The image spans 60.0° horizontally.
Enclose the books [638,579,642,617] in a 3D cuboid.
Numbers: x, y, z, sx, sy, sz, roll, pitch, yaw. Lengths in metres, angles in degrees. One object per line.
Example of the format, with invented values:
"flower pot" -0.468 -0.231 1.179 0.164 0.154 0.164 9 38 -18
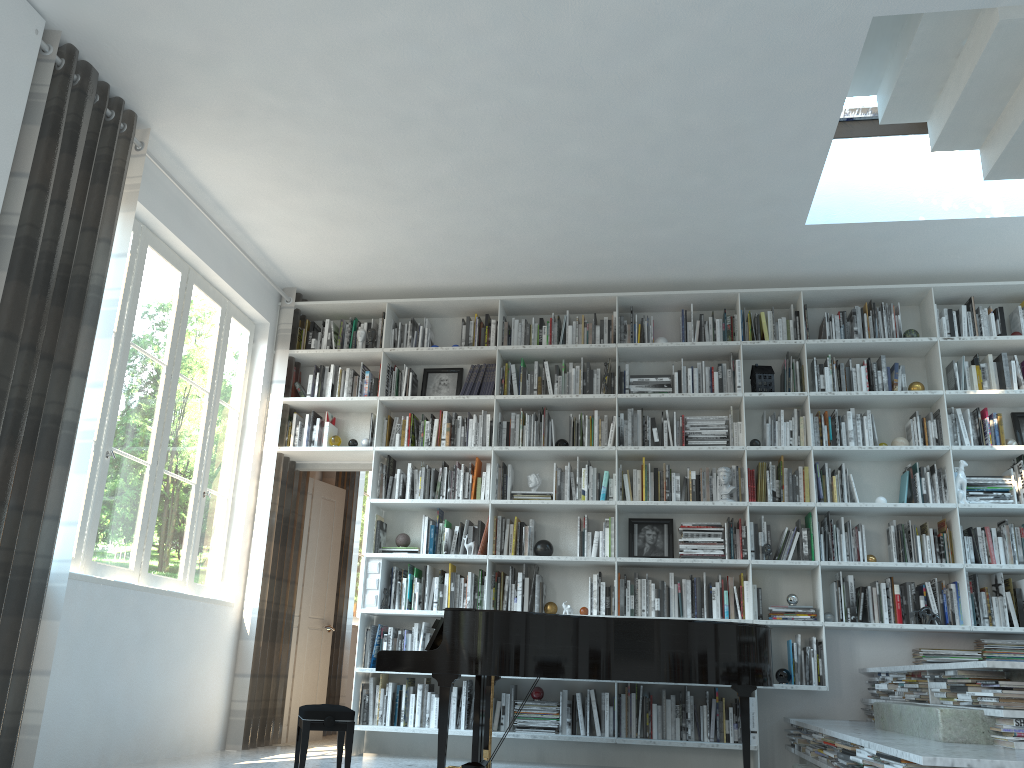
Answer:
"books" 0.841 1.413 5.814 0.024 0.247 0.132 -1 -18 9

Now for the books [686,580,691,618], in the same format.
"books" 1.143 1.403 5.745 0.026 0.244 0.192 -1 -18 9

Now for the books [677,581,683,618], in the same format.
"books" 1.092 1.412 5.763 0.031 0.236 0.159 -1 -18 9

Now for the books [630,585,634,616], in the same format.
"books" 0.789 1.429 5.806 0.024 0.207 0.170 -1 -18 9

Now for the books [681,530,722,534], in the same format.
"books" 1.253 0.985 5.873 0.254 0.012 0.161 1 -18 5

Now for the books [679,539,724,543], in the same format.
"books" 1.250 1.042 5.851 0.285 0.012 0.160 -2 -19 14

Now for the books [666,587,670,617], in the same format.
"books" 1.013 1.427 5.756 0.023 0.196 0.165 -1 -18 9

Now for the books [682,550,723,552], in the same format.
"books" 1.247 1.110 5.831 0.254 0.012 0.161 1 -18 4

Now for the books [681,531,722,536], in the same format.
"books" 1.253 0.997 5.871 0.254 0.012 0.161 0 -18 6

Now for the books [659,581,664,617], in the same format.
"books" 0.975 1.409 5.770 0.029 0.237 0.166 -1 -18 9

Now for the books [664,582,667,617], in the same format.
"books" 0.998 1.415 5.775 0.013 0.229 0.139 -1 -18 9

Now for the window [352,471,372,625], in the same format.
"window" -1.444 1.447 9.003 0.073 2.002 1.990 -1 -18 9

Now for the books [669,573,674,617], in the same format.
"books" 1.041 1.386 5.778 0.026 0.290 0.152 -1 -18 9

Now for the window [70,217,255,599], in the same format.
"window" -2.052 0.197 5.270 0.073 2.002 1.990 -1 -18 9

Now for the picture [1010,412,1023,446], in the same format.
"picture" 3.447 0.322 5.786 0.300 0.298 0.078 -1 -18 9

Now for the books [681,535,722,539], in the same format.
"books" 1.252 1.021 5.863 0.254 0.012 0.161 0 -18 6

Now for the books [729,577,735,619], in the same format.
"books" 1.410 1.390 5.714 0.026 0.271 0.175 -1 -18 9

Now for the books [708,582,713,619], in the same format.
"books" 1.283 1.410 5.733 0.014 0.234 0.154 -1 -18 9

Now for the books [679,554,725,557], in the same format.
"books" 1.248 1.136 5.832 0.285 0.012 0.160 0 -18 8

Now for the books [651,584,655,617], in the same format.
"books" 0.921 1.418 5.773 0.023 0.216 0.175 -1 -18 9

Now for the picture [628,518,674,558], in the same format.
"picture" 0.934 1.050 5.962 0.300 0.298 0.078 -1 -18 9

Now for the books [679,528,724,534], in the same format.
"books" 1.254 0.975 5.880 0.285 0.012 0.160 -1 -19 11

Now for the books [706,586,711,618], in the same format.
"books" 1.262 1.420 5.722 0.024 0.206 0.183 -1 -18 9

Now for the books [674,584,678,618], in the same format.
"books" 1.066 1.422 5.772 0.025 0.220 0.140 -1 -18 9

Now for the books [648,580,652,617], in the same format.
"books" 0.903 1.413 5.802 0.021 0.243 0.142 -1 -18 9

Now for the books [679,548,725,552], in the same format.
"books" 1.250 1.103 5.845 0.285 0.012 0.160 -1 -18 9

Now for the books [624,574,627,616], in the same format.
"books" 0.746 1.397 5.822 0.011 0.274 0.146 -1 -18 9

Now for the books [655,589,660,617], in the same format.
"books" 0.945 1.433 5.760 0.029 0.183 0.175 -1 -18 9

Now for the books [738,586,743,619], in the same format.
"books" 1.468 1.412 5.687 0.011 0.216 0.166 -1 -18 9

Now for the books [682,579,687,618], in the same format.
"books" 1.122 1.408 5.776 0.025 0.253 0.136 -1 -18 9

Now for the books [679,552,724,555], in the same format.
"books" 1.247 1.121 5.826 0.285 0.012 0.160 -2 -19 14

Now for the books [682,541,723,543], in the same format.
"books" 1.250 1.054 5.848 0.254 0.012 0.161 1 -18 4

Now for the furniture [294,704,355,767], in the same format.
"furniture" -0.906 1.723 4.255 0.240 0.352 0.468 7 -19 -15

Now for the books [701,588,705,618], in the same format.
"books" 1.230 1.427 5.739 0.021 0.202 0.128 -1 -18 9

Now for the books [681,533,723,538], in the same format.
"books" 1.252 1.008 5.865 0.254 0.012 0.161 1 -18 5

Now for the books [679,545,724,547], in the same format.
"books" 1.250 1.079 5.847 0.285 0.012 0.160 -1 -19 11

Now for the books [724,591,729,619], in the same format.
"books" 1.372 1.428 5.695 0.023 0.182 0.169 -1 -18 9

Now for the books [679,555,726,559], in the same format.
"books" 1.246 1.144 5.819 0.285 0.012 0.160 1 -18 4

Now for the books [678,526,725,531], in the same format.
"books" 1.253 0.961 5.877 0.285 0.012 0.160 1 -18 4

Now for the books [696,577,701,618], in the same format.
"books" 1.205 1.393 5.738 0.028 0.263 0.162 -1 -18 9

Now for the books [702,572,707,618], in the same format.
"books" 1.246 1.379 5.741 0.012 0.295 0.178 -1 -18 9

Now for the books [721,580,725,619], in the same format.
"books" 1.359 1.402 5.732 0.014 0.255 0.145 -1 -18 9

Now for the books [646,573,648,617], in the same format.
"books" 0.884 1.389 5.793 0.013 0.281 0.167 -1 -18 9

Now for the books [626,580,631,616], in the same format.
"books" 0.762 1.413 5.802 0.027 0.233 0.168 -1 -18 9

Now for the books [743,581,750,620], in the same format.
"books" 1.500 1.396 5.681 0.033 0.245 0.177 -1 -18 9

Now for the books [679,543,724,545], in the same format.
"books" 1.249 1.065 5.844 0.285 0.012 0.160 -2 -19 14

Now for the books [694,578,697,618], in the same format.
"books" 1.187 1.397 5.747 0.010 0.260 0.182 -1 -18 9

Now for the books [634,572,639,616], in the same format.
"books" 0.818 1.395 5.830 0.027 0.289 0.141 -1 -18 9

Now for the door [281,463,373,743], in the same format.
"door" -1.298 1.654 6.668 0.834 1.973 0.789 -1 -18 9

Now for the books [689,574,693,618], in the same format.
"books" 1.167 1.391 5.771 0.014 0.285 0.135 -1 -18 9

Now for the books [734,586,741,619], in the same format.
"books" 1.441 1.414 5.689 0.042 0.211 0.169 -1 -18 9

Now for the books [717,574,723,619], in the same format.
"books" 1.344 1.382 5.732 0.014 0.292 0.138 -1 -18 9

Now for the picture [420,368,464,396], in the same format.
"picture" -0.517 0.019 6.533 0.300 0.298 0.078 -1 -18 9

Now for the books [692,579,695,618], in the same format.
"books" 1.178 1.405 5.757 0.011 0.251 0.159 -1 -18 9

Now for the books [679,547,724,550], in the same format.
"books" 1.250 1.091 5.846 0.285 0.012 0.160 -1 -18 10

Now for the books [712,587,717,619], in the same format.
"books" 1.300 1.421 5.715 0.023 0.203 0.168 -1 -18 9

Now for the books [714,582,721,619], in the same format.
"books" 1.323 1.406 5.715 0.023 0.233 0.175 -1 -18 9

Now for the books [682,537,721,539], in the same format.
"books" 1.252 1.032 5.860 0.254 0.012 0.161 -2 -19 12

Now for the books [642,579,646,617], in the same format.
"books" 0.864 1.408 5.794 0.027 0.245 0.180 -1 -18 9
